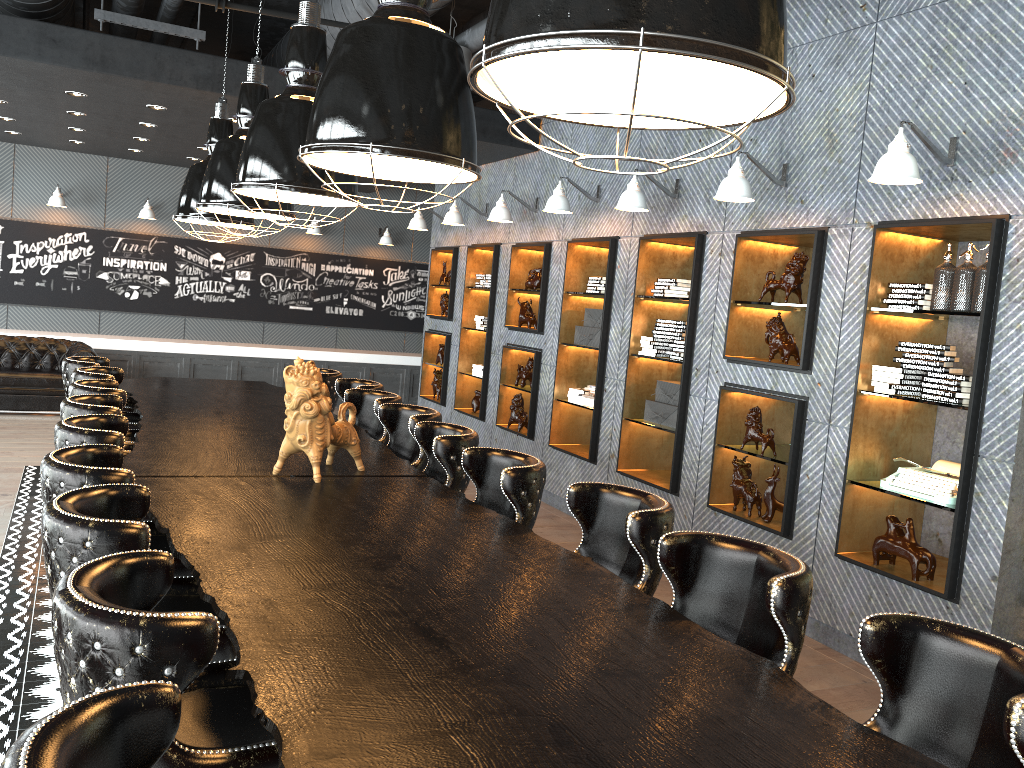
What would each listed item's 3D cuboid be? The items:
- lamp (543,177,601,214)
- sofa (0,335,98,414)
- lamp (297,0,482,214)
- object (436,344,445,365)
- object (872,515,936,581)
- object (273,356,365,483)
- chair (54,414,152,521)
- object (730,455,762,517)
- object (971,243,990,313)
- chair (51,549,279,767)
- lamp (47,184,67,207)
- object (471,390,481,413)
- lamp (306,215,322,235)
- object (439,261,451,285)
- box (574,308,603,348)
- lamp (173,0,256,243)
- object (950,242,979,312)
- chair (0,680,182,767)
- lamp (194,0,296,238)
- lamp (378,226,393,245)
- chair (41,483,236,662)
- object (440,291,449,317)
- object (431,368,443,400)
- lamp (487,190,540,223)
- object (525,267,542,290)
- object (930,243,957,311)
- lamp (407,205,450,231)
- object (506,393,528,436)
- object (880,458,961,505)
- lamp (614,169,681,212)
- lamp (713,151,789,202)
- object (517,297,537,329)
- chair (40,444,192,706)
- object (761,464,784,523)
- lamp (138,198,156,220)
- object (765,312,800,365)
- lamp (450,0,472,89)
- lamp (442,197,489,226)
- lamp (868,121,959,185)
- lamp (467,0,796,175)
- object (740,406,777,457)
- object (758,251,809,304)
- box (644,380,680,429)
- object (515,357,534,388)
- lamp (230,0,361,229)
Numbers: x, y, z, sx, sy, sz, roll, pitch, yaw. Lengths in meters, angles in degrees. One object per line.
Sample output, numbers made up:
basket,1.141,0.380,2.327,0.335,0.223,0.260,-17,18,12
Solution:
lamp,0.503,-1.532,7.214,0.489,0.287,0.244,4,5,-10
sofa,-6.258,-0.146,10.373,2.565,0.837,1.241,3,6,-27
lamp,-0.323,-1.736,2.936,0.621,2.301,0.622,7,5,19
object,-0.783,-0.349,10.508,0.126,0.249,0.253,9,6,38
object,2.031,0.837,4.568,0.164,0.303,0.341,3,5,-21
object,-0.833,0.150,3.965,0.249,0.545,0.475,7,5,26
chair,-1.712,0.707,3.886,0.568,1.091,0.504,3,5,-22
object,1.511,0.650,5.684,0.168,0.359,0.267,2,6,-33
object,2.271,-0.506,4.234,0.109,0.349,0.109,8,5,34
chair,-0.742,0.962,1.996,0.568,1.091,0.504,2,5,-32
lamp,-5.995,-2.496,11.772,0.243,0.287,0.490,4,5,-10
object,-0.281,0.194,9.566,0.314,0.251,0.157,4,5,-11
lamp,-2.948,-2.385,13.273,0.243,0.287,0.490,4,5,-10
object,-0.762,-1.296,10.366,0.097,0.290,0.290,3,5,-28
box,0.727,-0.477,7.540,0.298,0.315,0.420,3,5,-26
lamp,-2.231,-2.256,6.849,0.621,2.301,0.622,7,5,19
object,2.222,-0.520,4.338,0.109,0.349,0.109,1,6,-41
chair,-0.467,1.047,1.321,0.568,1.091,0.504,2,6,-34
lamp,-1.595,-2.083,5.545,0.621,2.301,0.622,7,5,19
lamp,-1.948,-2.303,13.772,0.243,0.287,0.490,4,5,-10
chair,-1.087,0.877,2.606,0.568,1.091,0.504,3,5,-22
object,-0.753,-0.924,10.391,0.155,0.329,0.236,3,5,-21
object,-0.850,0.002,10.496,0.170,0.362,0.269,2,6,-33
lamp,0.023,-1.638,8.195,0.489,0.287,0.244,4,5,-10
object,0.218,-1.000,8.426,0.138,0.222,0.278,3,5,-27
object,2.172,-0.533,4.441,0.109,0.349,0.109,7,5,19
lamp,-0.951,-1.910,10.194,0.489,0.287,0.244,4,5,-10
object,0.077,0.287,8.520,0.177,0.387,0.338,4,5,-19
object,2.223,0.494,4.658,0.484,0.148,0.535,2,6,-28
lamp,0.975,-1.359,6.243,0.489,0.287,0.244,4,5,-10
lamp,1.449,-1.228,5.270,0.489,0.287,0.244,4,5,-10
object,0.157,-0.671,8.482,0.154,0.309,0.325,3,5,-21
chair,-1.410,0.794,3.208,0.568,1.091,0.504,3,5,-29
object,1.652,0.679,5.467,0.198,0.358,0.116,5,5,4
lamp,-5.012,-2.424,12.261,0.243,0.287,0.490,4,5,-10
object,1.670,-0.270,5.452,0.159,0.337,0.242,3,5,-21
lamp,-0.440,-2.693,6.447,0.380,1.044,0.382,5,5,0
lamp,-0.478,-1.792,9.224,0.489,0.287,0.244,4,5,-10
lamp,1.956,-1.100,4.231,0.489,0.287,0.244,4,5,-10
lamp,0.313,-1.563,1.632,0.621,2.301,0.622,7,5,19
object,1.545,0.291,5.525,0.134,0.294,0.257,4,5,-19
object,1.684,-0.659,5.474,0.152,0.325,0.292,3,5,-28
box,1.181,0.146,6.585,0.323,0.315,0.420,3,5,-26
object,0.115,-0.120,8.558,0.143,0.306,0.317,2,6,-31
lamp,-0.959,-1.910,4.240,0.621,2.301,0.622,7,5,19
